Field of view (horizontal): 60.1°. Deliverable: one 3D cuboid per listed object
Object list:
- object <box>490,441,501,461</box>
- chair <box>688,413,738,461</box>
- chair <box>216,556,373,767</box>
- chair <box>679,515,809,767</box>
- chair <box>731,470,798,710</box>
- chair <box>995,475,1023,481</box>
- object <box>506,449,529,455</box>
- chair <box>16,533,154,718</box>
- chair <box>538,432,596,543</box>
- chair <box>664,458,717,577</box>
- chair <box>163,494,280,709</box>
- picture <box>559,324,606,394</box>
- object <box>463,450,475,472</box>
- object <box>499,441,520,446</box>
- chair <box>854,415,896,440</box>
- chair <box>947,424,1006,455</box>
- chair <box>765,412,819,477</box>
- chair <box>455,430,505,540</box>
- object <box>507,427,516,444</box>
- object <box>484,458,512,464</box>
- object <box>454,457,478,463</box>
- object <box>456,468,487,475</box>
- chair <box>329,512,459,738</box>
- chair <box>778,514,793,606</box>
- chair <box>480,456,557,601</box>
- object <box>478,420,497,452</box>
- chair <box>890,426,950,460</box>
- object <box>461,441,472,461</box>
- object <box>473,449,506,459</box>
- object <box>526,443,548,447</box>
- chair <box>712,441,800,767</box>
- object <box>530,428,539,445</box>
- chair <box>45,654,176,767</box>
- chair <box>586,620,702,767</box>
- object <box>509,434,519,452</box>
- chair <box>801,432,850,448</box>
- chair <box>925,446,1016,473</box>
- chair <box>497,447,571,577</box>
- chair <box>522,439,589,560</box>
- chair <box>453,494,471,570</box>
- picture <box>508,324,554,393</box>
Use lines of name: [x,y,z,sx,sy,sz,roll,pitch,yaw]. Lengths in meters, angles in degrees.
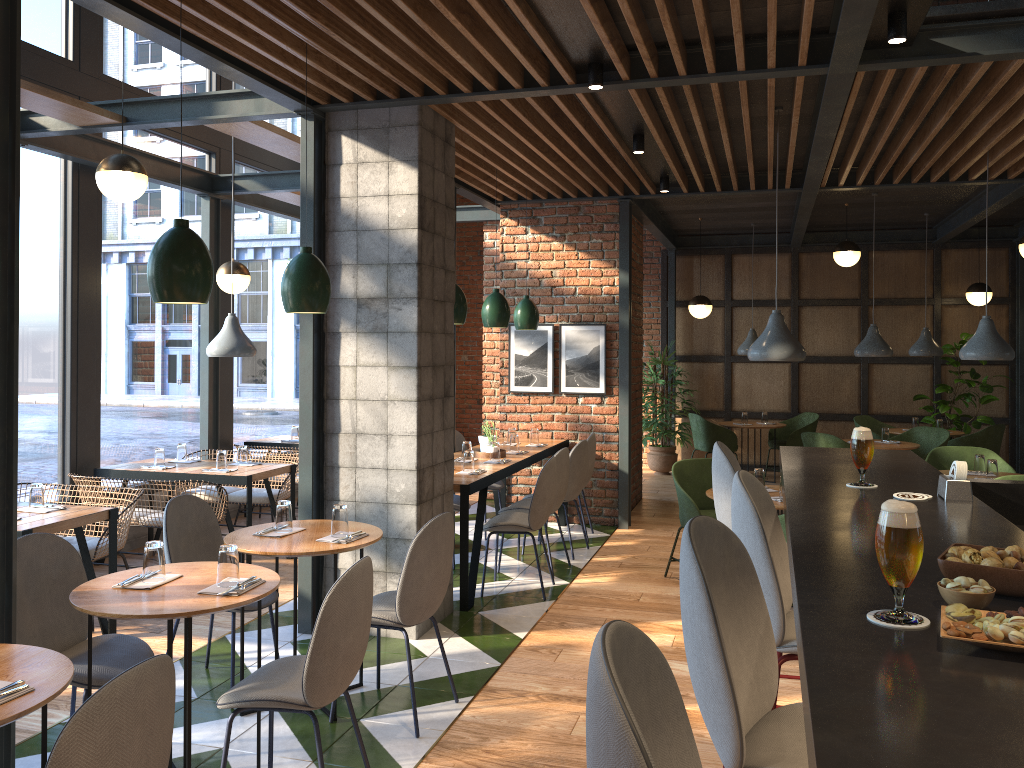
object: [-0.123,0.489,6.457,0.080,0.138,0.080,0,0,-21]
chair: [2.403,0.761,10.592,0.515,0.819,0.639,0,1,-9]
chair: [-0.734,1.027,3.014,0.507,0.888,0.418,0,0,12]
chair: [0.591,0.906,1.753,0.507,1.243,0.418,0,0,27]
chair: [0.876,0.877,2.484,0.507,1.243,0.418,0,0,22]
chair: [3.293,0.965,5.729,0.638,0.819,0.515,0,0,11]
object: [0.035,0.534,6.980,0.157,0.019,0.243,1,2,16]
chair: [-1.597,1.013,3.269,0.507,0.888,0.418,0,0,17]
chair: [0.451,0.848,7.465,0.507,0.888,0.418,0,0,12]
chair: [1.404,0.945,6.030,0.638,0.819,0.515,0,0,-19]
chair: [-1.361,0.977,4.157,0.507,0.888,0.418,0,0,17]
picture: [0.636,-0.226,7.981,0.430,0.631,0.015,0,0,16]
object: [-0.287,0.512,5.895,0.080,0.138,0.080,0,0,39]
object: [-0.019,0.508,7.613,0.157,0.019,0.243,1,2,15]
chair: [4.250,0.785,10.188,0.638,0.819,0.515,0,1,-42]
chair: [4.890,0.821,9.379,0.638,0.819,0.515,0,1,-37]
chair: [3.418,0.758,10.771,0.515,0.819,0.639,0,1,-9]
chair: [-0.322,0.839,7.593,0.507,0.888,0.418,0,0,23]
object: [-0.001,0.443,7.588,0.080,0.138,0.080,0,0,38]
object: [-0.107,0.557,6.430,0.157,0.019,0.243,1,2,16]
object: [-0.347,0.553,6.498,0.157,0.019,0.243,1,2,16]
object: [-0.271,0.579,5.868,0.157,0.019,0.243,1,2,16]
chair: [-0.514,0.992,3.878,0.507,0.888,0.418,0,0,22]
chair: [1.760,0.992,4.919,0.638,0.819,0.515,0,0,-14]
chair: [0.037,0.914,5.820,0.507,0.888,0.418,0,0,12]
object: [-0.186,0.410,6.805,0.146,0.276,0.146,0,0,-3]
chair: [3.983,0.843,8.768,0.515,0.819,0.638,0,1,-24]
object: [-0.330,0.488,6.472,0.080,0.138,0.080,0,0,39]
object: [-0.171,0.529,6.753,0.251,0.046,0.253,0,2,-10]
object: [0.208,0.514,7.502,0.157,0.019,0.243,1,2,16]
chair: [1.006,0.844,3.308,0.507,1.243,0.418,0,0,16]
object: [0.192,0.446,7.529,0.080,0.138,0.080,0,0,-11]
chair: [-1.059,1.065,2.053,0.507,0.888,0.418,0,0,17]
chair: [0.340,0.924,1.031,0.507,1.243,0.418,0,0,12]
object: [0.019,0.467,7.007,0.080,0.138,0.080,0,0,-11]
chair: [3.049,0.857,8.331,0.515,0.819,0.638,0,1,-29]
chair: [3.540,0.919,6.868,0.638,0.819,0.515,0,0,16]
chair: [0.157,0.891,6.383,0.507,0.888,0.418,0,0,22]
chair: [0.338,0.869,6.928,0.507,0.888,0.418,0,0,23]
chair: [-0.565,0.879,6.600,0.507,0.888,0.418,0,0,12]
picture: [0.175,-0.233,8.115,0.430,0.631,0.015,0,0,16]
